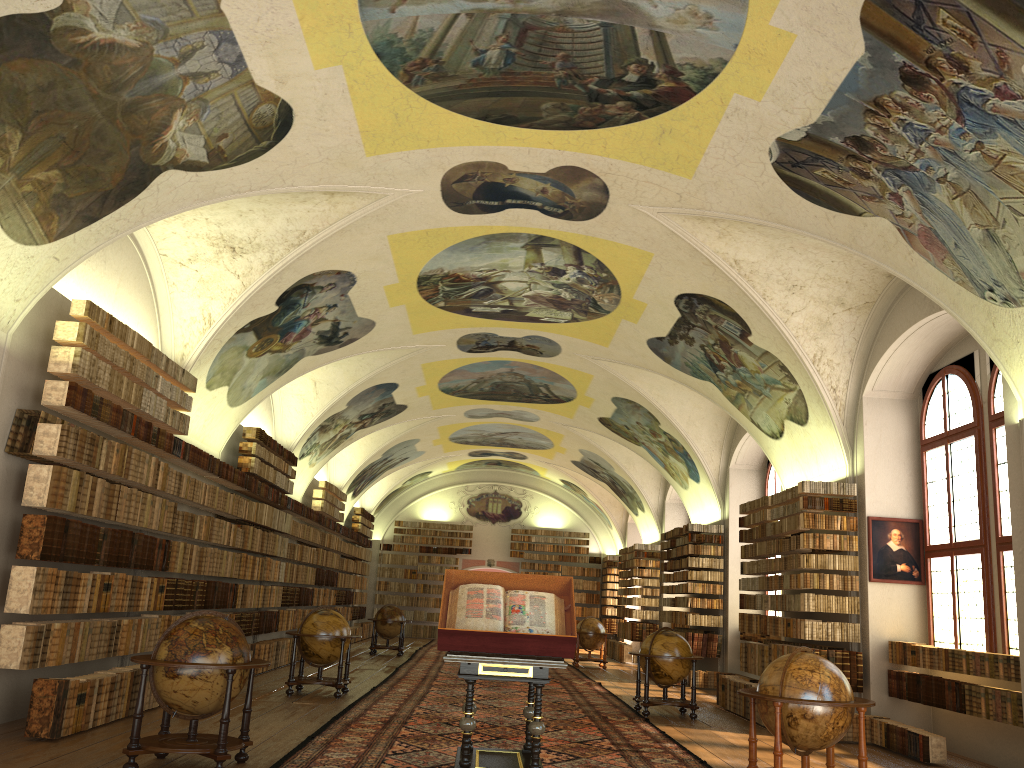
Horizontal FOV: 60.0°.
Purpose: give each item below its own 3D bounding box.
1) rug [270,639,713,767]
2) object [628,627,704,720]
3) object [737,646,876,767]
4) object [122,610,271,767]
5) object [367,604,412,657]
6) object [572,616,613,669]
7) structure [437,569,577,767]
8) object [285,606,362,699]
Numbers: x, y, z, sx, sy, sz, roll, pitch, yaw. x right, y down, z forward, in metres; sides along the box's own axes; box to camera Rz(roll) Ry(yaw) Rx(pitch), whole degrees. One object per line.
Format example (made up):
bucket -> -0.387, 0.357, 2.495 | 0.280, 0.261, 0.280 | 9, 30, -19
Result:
rug -> -0.322, 6.175, 18.274 | 4.704, 0.064, 37.067 | 4, -14, -1
object -> 2.621, 4.884, 15.114 | 1.282, 1.442, 1.281 | 14, -17, -37
object -> 2.834, 3.288, 8.575 | 1.280, 1.442, 1.283 | -6, -16, 35
object -> -2.994, 2.903, 8.469 | 1.282, 1.442, 1.281 | 14, -17, -37
object -> -3.566, 7.104, 25.682 | 1.280, 1.442, 1.283 | -8, -17, 40
object -> 2.271, 7.486, 25.776 | 1.280, 1.442, 1.283 | -8, -17, 40
structure -> -0.096, 2.878, 8.741 | 1.245, 1.972, 1.900 | 4, -13, -1
object -> -3.209, 4.499, 15.007 | 1.280, 1.442, 1.283 | -6, -16, 35
